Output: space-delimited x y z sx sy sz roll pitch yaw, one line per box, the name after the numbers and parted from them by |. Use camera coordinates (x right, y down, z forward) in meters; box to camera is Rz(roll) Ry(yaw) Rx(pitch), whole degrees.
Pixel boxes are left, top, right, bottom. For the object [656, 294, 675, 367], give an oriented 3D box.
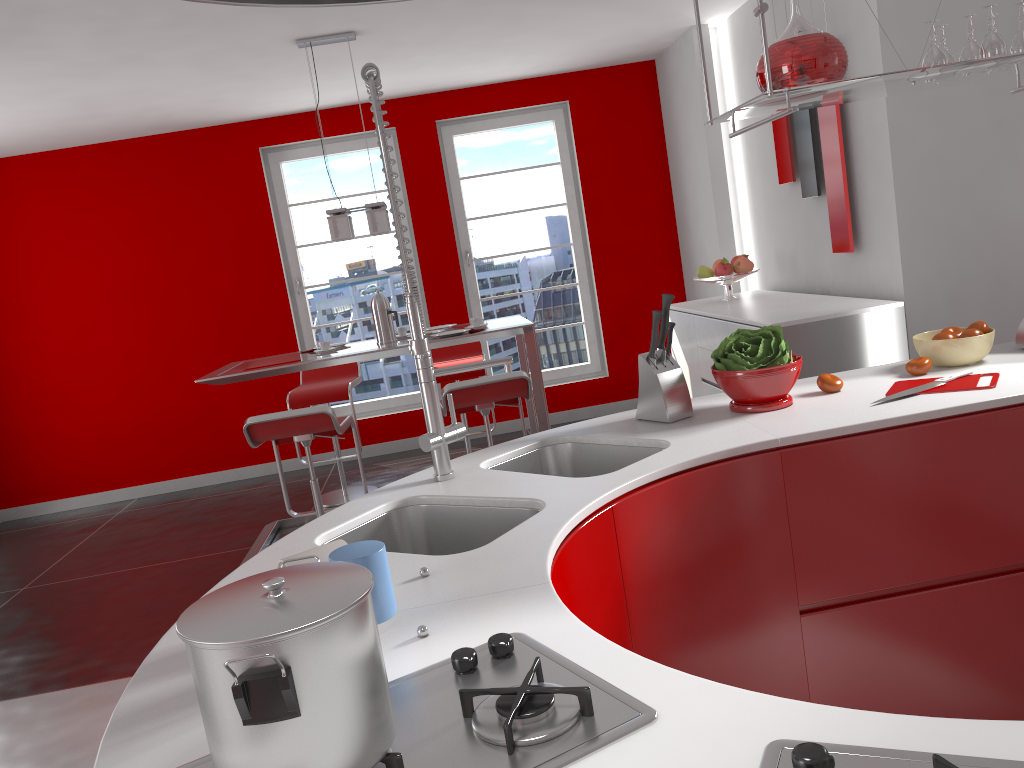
0.390 -0.072 2.300 0.014 0.322 0.150 -15 10 -32 | object

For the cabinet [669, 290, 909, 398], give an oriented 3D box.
1.429 -0.006 4.868 0.610 0.880 1.802 -10 8 -4 | cabinet

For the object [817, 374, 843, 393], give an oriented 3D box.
0.837 -0.003 2.333 0.064 0.048 0.063 -13 9 -25 | object

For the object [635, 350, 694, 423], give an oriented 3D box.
0.388 0.001 2.335 0.091 0.178 0.137 -14 10 -30 | object

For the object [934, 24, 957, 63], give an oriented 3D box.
1.130 -0.864 2.321 0.060 0.141 0.060 -14 9 -27 | object

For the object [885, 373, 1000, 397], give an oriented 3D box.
1.068 0.002 2.198 0.266 0.006 0.168 -6 9 23 | object

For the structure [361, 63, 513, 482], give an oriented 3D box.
-0.186 -0.228 1.967 0.178 0.920 0.308 -2 11 39 | structure

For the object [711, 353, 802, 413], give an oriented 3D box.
0.637 0.000 2.291 0.229 0.118 0.228 -15 10 -32 | object

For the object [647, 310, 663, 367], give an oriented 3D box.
0.365 -0.051 2.296 0.012 0.279 0.130 -15 10 -32 | object

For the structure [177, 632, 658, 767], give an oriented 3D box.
-0.114 0.368 0.936 0.457 0.037 0.303 -14 10 -28 | structure

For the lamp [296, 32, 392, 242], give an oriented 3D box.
-0.878 -1.285 4.651 0.304 1.025 0.304 -10 8 -4 | lamp

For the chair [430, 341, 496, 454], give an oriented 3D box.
-0.322 0.161 5.736 0.418 0.857 0.460 -9 8 -1 | chair

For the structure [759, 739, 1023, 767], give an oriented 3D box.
0.282 0.357 0.578 0.303 0.037 0.457 -5 9 26 | structure

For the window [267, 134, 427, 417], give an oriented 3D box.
-1.193 -0.795 6.755 0.938 2.038 0.117 -10 8 -4 | window

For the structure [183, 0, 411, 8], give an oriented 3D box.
-0.128 -0.826 0.549 0.644 0.958 0.644 -16 11 -37 | structure

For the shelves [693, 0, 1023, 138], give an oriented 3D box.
0.922 -1.200 2.128 0.934 1.023 0.462 -10 8 -4 | shelves

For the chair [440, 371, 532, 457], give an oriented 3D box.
-0.084 0.363 4.134 0.418 0.857 0.460 -11 9 -8 | chair

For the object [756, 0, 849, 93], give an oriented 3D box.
0.691 -0.829 2.139 0.213 0.266 0.213 -5 9 24 | object

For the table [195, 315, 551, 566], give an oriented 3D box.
-0.679 0.274 4.882 1.700 1.000 0.800 -10 8 -4 | table

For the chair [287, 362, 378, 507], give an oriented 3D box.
-1.133 0.304 5.664 0.418 0.857 0.460 -9 8 4 | chair

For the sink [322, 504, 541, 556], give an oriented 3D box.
-0.146 0.376 1.768 0.428 0.172 0.326 -3 10 35 | sink

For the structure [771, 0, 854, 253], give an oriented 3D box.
1.527 -1.437 4.664 0.040 1.503 0.820 -10 8 -4 | structure

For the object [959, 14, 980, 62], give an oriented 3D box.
1.161 -0.857 2.241 0.060 0.141 0.060 -10 8 -4 | object

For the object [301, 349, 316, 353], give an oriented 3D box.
-1.160 -0.188 5.030 0.095 0.012 0.234 -10 8 -5 | object

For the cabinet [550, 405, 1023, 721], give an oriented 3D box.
0.855 0.526 1.741 1.025 0.761 1.875 -2 11 41 | cabinet

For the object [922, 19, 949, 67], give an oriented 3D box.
1.063 -0.840 2.234 0.060 0.141 0.060 -10 8 -4 | object

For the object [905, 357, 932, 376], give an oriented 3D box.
1.086 -0.046 2.370 0.065 0.047 0.063 -10 8 -4 | object

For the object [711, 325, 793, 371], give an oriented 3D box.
0.618 -0.050 2.282 0.198 0.182 0.193 -9 8 2 | object

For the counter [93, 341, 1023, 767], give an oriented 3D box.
0.591 0.597 1.769 1.868 0.880 2.865 -4 10 30 | counter

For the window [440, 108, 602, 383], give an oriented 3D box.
0.085 -1.016 6.838 0.938 2.038 0.117 -10 8 -4 | window

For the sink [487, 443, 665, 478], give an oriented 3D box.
0.162 0.271 2.130 0.326 0.172 0.428 -17 11 -42 | sink

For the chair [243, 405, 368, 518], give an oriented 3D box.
-0.906 0.505 4.085 0.418 0.857 0.460 -9 8 1 | chair

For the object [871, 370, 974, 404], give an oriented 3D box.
1.015 0.007 2.176 0.375 0.008 0.041 -14 9 -27 | object

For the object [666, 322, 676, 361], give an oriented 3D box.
0.410 -0.065 2.323 0.009 0.197 0.091 -15 10 -32 | object
